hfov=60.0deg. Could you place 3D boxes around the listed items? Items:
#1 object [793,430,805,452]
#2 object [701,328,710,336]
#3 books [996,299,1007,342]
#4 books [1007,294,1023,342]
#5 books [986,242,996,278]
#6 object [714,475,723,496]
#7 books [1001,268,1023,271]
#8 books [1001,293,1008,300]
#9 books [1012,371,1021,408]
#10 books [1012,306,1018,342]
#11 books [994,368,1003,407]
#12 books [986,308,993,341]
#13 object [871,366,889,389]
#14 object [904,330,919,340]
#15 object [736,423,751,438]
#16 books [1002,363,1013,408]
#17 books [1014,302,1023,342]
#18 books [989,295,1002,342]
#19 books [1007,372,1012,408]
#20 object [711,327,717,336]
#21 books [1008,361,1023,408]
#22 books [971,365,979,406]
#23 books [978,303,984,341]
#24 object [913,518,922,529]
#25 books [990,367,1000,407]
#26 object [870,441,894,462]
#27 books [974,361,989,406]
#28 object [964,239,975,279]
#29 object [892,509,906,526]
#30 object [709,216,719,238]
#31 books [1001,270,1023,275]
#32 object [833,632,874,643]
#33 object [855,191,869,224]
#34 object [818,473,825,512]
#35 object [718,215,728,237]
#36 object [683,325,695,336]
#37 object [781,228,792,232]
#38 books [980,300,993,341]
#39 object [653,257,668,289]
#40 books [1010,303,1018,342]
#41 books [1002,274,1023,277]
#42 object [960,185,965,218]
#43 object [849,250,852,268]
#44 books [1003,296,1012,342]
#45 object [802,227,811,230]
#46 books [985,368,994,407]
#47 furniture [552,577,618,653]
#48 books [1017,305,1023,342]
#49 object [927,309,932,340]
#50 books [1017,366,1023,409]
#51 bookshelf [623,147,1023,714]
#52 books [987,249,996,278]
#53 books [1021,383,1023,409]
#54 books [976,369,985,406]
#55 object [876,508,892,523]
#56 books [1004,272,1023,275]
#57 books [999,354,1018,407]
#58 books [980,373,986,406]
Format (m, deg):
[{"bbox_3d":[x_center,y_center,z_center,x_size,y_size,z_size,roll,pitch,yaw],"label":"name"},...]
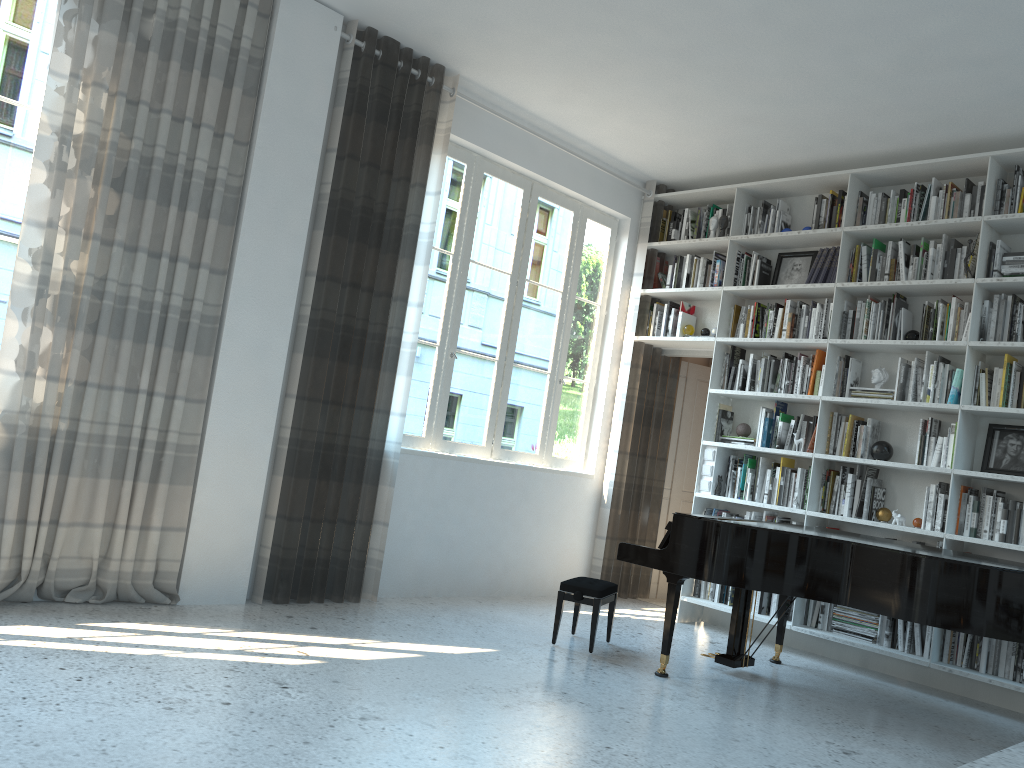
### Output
[{"bbox_3d":[1.864,0.372,5.771,0.081,0.140,0.044,6,-4,30],"label":"object"},{"bbox_3d":[1.436,-0.380,6.581,0.071,0.072,0.071,7,-4,24],"label":"object"},{"bbox_3d":[2.852,-0.338,5.124,0.185,0.265,0.025,12,-5,-44],"label":"books"},{"bbox_3d":[2.894,-0.351,5.098,0.179,0.300,0.011,12,-5,-44],"label":"books"},{"bbox_3d":[2.843,-0.696,5.240,0.161,0.254,0.012,12,-5,-44],"label":"books"},{"bbox_3d":[1.438,0.706,6.162,0.045,0.146,0.045,9,-4,-5],"label":"object"},{"bbox_3d":[2.983,-0.638,5.079,0.285,0.012,0.159,4,-6,44],"label":"books"},{"bbox_3d":[2.861,-0.358,5.158,0.133,0.312,0.014,12,-5,-44],"label":"books"},{"bbox_3d":[2.886,0.053,5.038,0.148,0.228,0.024,12,-5,-44],"label":"books"},{"bbox_3d":[2.907,-0.316,5.082,0.147,0.233,0.014,12,-5,-44],"label":"books"},{"bbox_3d":[2.823,0.042,5.096,0.156,0.240,0.029,12,-5,-44],"label":"books"},{"bbox_3d":[2.821,-0.319,5.188,0.147,0.228,0.027,12,-5,-44],"label":"books"},{"bbox_3d":[2.327,-0.037,5.617,0.121,0.157,0.095,11,-4,-30],"label":"object"},{"bbox_3d":[2.471,-0.284,5.467,0.097,0.098,0.097,8,-4,5],"label":"object"},{"bbox_3d":[1.626,0.327,6.225,0.105,0.106,0.105,7,-4,24],"label":"object"},{"bbox_3d":[2.835,0.026,5.042,0.189,0.266,0.015,12,-5,-44],"label":"books"},{"bbox_3d":[2.915,-0.325,5.070,0.173,0.250,0.014,12,-5,-44],"label":"books"},{"bbox_3d":[2.832,-0.354,5.158,0.179,0.297,0.026,12,-5,-44],"label":"books"},{"bbox_3d":[2.865,0.043,5.055,0.149,0.244,0.010,12,-5,-44],"label":"books"},{"bbox_3d":[1.495,-0.378,6.491,0.071,0.072,0.071,7,-4,24],"label":"object"},{"bbox_3d":[2.862,0.023,5.036,0.171,0.280,0.010,12,-5,-44],"label":"books"},{"bbox_3d":[2.733,0.029,5.194,0.161,0.254,0.012,12,-5,-44],"label":"books"},{"bbox_3d":[2.788,-0.335,5.218,0.161,0.254,0.012,12,-5,-44],"label":"books"},{"bbox_3d":[2.412,0.826,5.265,0.061,0.062,0.061,8,-4,5],"label":"object"},{"bbox_3d":[2.809,0.038,5.120,0.139,0.248,0.026,12,-5,-44],"label":"books"},{"bbox_3d":[2.301,0.420,5.515,0.134,0.135,0.134,8,-4,5],"label":"object"},{"bbox_3d":[2.749,0.017,5.194,0.140,0.281,0.010,12,-5,-44],"label":"books"},{"bbox_3d":[2.684,-0.723,5.198,0.075,0.254,0.075,7,-4,25],"label":"object"},{"bbox_3d":[2.325,0.802,5.325,0.078,0.095,0.060,11,-4,-27],"label":"object"},{"bbox_3d":[1.478,-1.136,6.516,0.067,0.198,0.067,9,-4,-1],"label":"object"},{"bbox_3d":[2.979,-0.627,5.076,0.285,0.012,0.159,5,-6,43],"label":"books"},{"bbox_3d":[2.134,1.560,5.463,0.161,0.007,0.254,12,-6,-41],"label":"object"},{"bbox_3d":[2.319,-1.116,5.868,0.159,0.285,0.012,12,-5,-44],"label":"object"},{"bbox_3d":[2.042,0.710,5.751,0.161,0.254,0.012,12,-5,-44],"label":"object"},{"bbox_3d":[1.535,-1.132,6.458,0.067,0.198,0.067,9,-4,-1],"label":"object"},{"bbox_3d":[1.322,-0.401,6.631,0.087,0.087,0.087,8,-4,5],"label":"object"},{"bbox_3d":[1.922,-1.048,6.204,0.082,0.083,0.082,7,-4,24],"label":"object"},{"bbox_3d":[2.795,-0.342,5.197,0.171,0.267,0.026,12,-5,-44],"label":"books"},{"bbox_3d":[1.161,-0.840,6.967,0.176,0.295,0.035,12,-5,-44],"label":"object"},{"bbox_3d":[2.900,-0.326,5.091,0.153,0.251,0.011,12,-5,-44],"label":"books"},{"bbox_3d":[2.973,-0.604,5.072,0.161,0.012,0.254,12,-6,-39],"label":"books"},{"bbox_3d":[2.768,-1.064,5.394,0.157,0.246,0.010,12,-5,-44],"label":"object"},{"bbox_3d":[2.262,-0.738,5.843,0.161,0.254,0.012,12,-5,-44],"label":"object"},{"bbox_3d":[2.885,-0.348,5.118,0.151,0.295,0.029,12,-5,-44],"label":"books"},{"bbox_3d":[2.031,-1.040,6.091,0.082,0.083,0.082,7,-4,24],"label":"object"},{"bbox_3d":[2.778,0.037,5.138,0.162,0.242,0.042,12,-5,-44],"label":"books"},{"bbox_3d":[0.412,1.265,4.934,0.239,0.353,0.468,7,-4,21],"label":"furniture"},{"bbox_3d":[2.924,-0.319,5.061,0.147,0.239,0.011,12,-5,-44],"label":"books"},{"bbox_3d":[2.586,-0.335,5.434,0.142,0.225,0.010,12,-5,-44],"label":"object"},{"bbox_3d":[2.911,0.040,5.025,0.134,0.259,0.028,12,-5,-44],"label":"books"},{"bbox_3d":[3.079,0.263,4.692,0.331,3.140,6.293,12,-5,-44],"label":"bookshelf"},{"bbox_3d":[2.838,-0.672,5.211,0.168,0.201,0.027,12,-5,-44],"label":"books"},{"bbox_3d":[2.908,0.053,4.995,0.170,0.227,0.012,12,-5,-44],"label":"books"},{"bbox_3d":[2.752,0.040,5.184,0.142,0.235,0.011,12,-5,-44],"label":"books"},{"bbox_3d":[2.289,0.806,5.457,0.091,0.092,0.091,7,-4,24],"label":"object"},{"bbox_3d":[2.978,-0.615,5.076,0.254,0.012,0.161,5,-6,43],"label":"books"},{"bbox_3d":[2.829,0.000,5.054,0.188,0.317,0.014,12,-5,-44],"label":"books"},{"bbox_3d":[2.755,0.051,5.143,0.156,0.208,0.053,12,-5,-44],"label":"books"}]
